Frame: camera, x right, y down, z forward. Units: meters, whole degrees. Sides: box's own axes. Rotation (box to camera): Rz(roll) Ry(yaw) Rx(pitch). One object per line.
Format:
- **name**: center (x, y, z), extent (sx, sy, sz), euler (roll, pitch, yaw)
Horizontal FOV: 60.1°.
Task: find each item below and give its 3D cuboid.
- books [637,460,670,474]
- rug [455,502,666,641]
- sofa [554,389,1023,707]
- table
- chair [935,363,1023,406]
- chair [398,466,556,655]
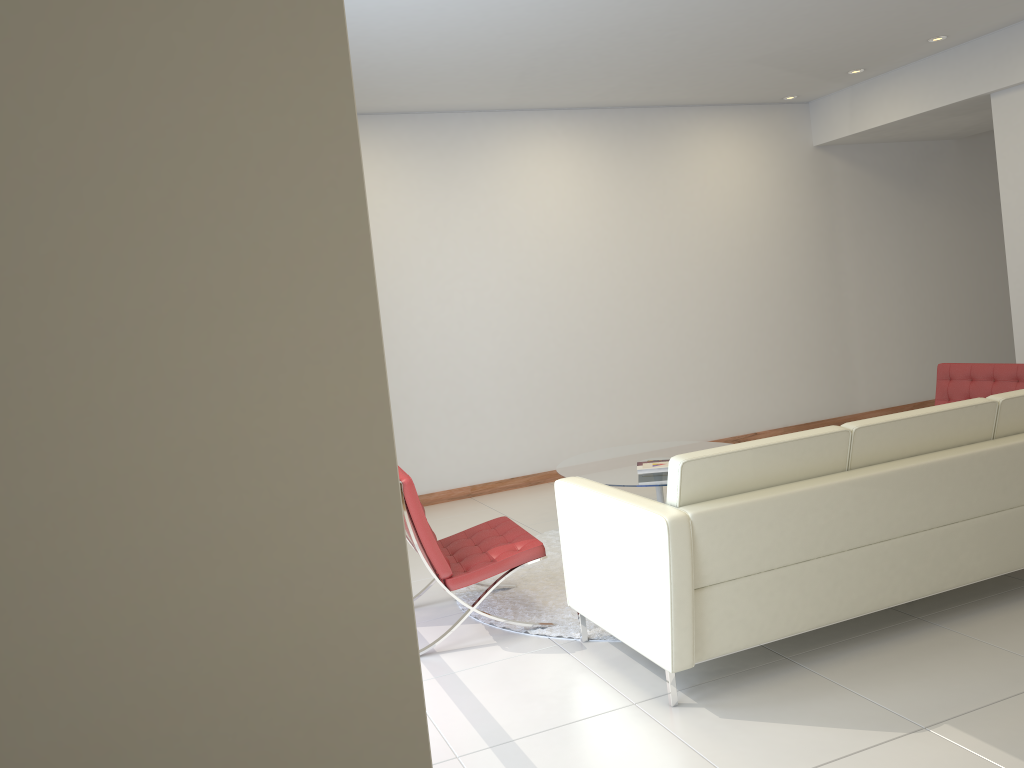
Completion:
- **books**: center (0.941, 0.508, 5.502), extent (0.323, 0.026, 0.256), euler (-6, 5, 9)
- **rug**: center (1.293, 0.945, 5.150), extent (3.335, 0.004, 2.445), euler (-8, 5, -20)
- **sofa**: center (1.576, 0.547, 4.005), extent (2.571, 0.921, 1.001), euler (-8, 4, -21)
- **table**: center (0.993, 0.712, 5.894), extent (1.324, 0.403, 1.538), euler (-8, 5, -22)
- **chair**: center (2.929, 0.305, 5.734), extent (0.708, 0.815, 0.699), euler (-8, 3, -26)
- **chair**: center (-0.270, 0.777, 4.410), extent (0.708, 0.815, 0.700), euler (-7, 3, -16)
